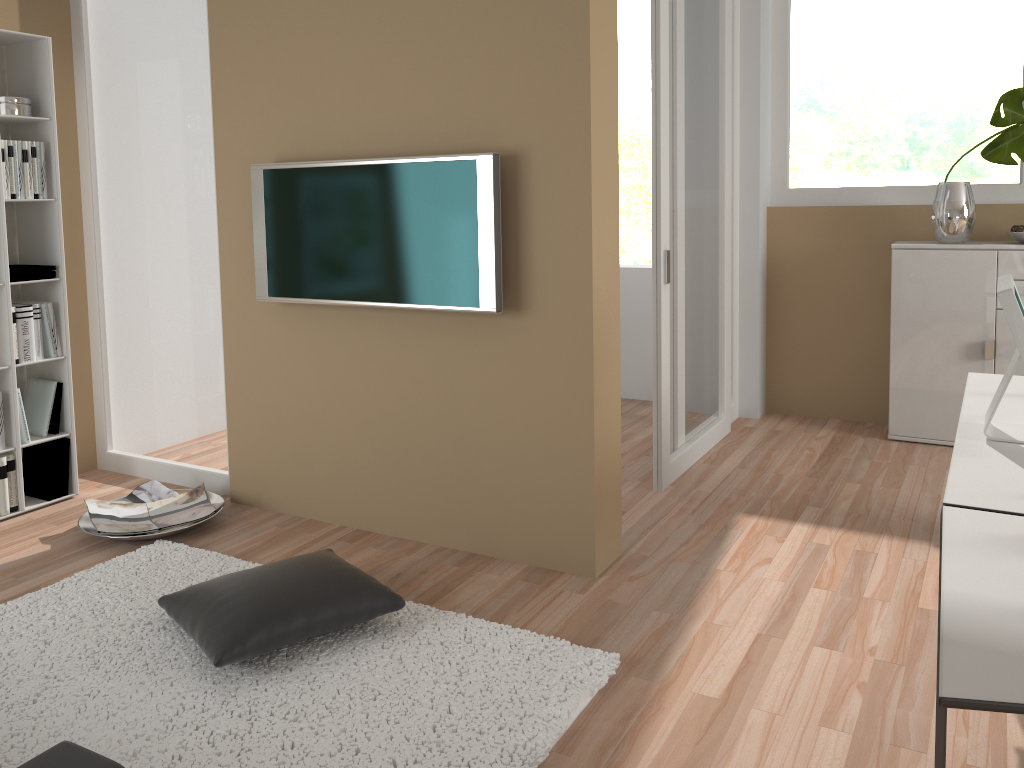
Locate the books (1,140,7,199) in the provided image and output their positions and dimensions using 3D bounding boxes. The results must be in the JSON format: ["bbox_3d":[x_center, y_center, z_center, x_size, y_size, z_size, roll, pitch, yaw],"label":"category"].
[{"bbox_3d":[-2.314,-0.948,3.902,0.208,0.255,0.021,3,6,29],"label":"books"}]

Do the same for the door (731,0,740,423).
[{"bbox_3d":[1.083,-0.984,4.877,0.045,2.617,1.200,2,7,29],"label":"door"}]

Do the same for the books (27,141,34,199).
[{"bbox_3d":[-2.258,-0.972,4.017,0.208,0.255,0.021,3,6,29],"label":"books"}]

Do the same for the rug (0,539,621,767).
[{"bbox_3d":[-0.882,0.862,2.458,2.030,0.045,1.470,5,13,29],"label":"rug"}]

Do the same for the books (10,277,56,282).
[{"bbox_3d":[-2.296,-0.485,4.062,0.298,0.007,0.213,5,13,29],"label":"books"}]

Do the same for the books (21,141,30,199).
[{"bbox_3d":[-2.262,-0.968,3.995,0.208,0.255,0.021,3,6,29],"label":"books"}]

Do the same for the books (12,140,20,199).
[{"bbox_3d":[-2.288,-0.960,3.960,0.208,0.255,0.021,3,6,29],"label":"books"}]

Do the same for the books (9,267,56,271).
[{"bbox_3d":[-2.293,-0.533,4.055,0.298,0.007,0.213,5,13,29],"label":"books"}]

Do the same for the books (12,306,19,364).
[{"bbox_3d":[-2.306,-0.223,3.967,0.208,0.255,0.040,3,7,29],"label":"books"}]

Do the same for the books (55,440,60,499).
[{"bbox_3d":[-2.209,0.392,4.165,0.211,0.266,0.032,3,6,30],"label":"books"}]

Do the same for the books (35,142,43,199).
[{"bbox_3d":[-2.236,-0.980,4.053,0.208,0.255,0.021,3,6,29],"label":"books"}]

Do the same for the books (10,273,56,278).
[{"bbox_3d":[-2.294,-0.507,4.060,0.298,0.006,0.213,5,13,29],"label":"books"}]

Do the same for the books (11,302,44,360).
[{"bbox_3d":[-2.255,-0.247,4.079,0.208,0.255,0.040,3,7,29],"label":"books"}]

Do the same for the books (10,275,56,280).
[{"bbox_3d":[-2.295,-0.496,4.061,0.298,0.006,0.213,5,13,29],"label":"books"}]

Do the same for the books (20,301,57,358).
[{"bbox_3d":[-2.226,-0.256,4.122,0.208,0.257,0.060,3,7,30],"label":"books"}]

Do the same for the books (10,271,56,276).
[{"bbox_3d":[-2.294,-0.512,4.059,0.298,0.006,0.213,5,13,29],"label":"books"}]

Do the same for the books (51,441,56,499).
[{"bbox_3d":[-2.218,0.395,4.145,0.217,0.269,0.032,3,6,29],"label":"books"}]

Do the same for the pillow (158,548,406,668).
[{"bbox_3d":[-0.736,0.690,2.792,0.613,0.207,0.588,-9,13,-35],"label":"pillow"}]

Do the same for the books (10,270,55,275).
[{"bbox_3d":[-2.296,-0.517,4.058,0.298,0.006,0.213,6,14,30],"label":"books"}]

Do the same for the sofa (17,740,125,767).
[{"bbox_3d":[-1.677,0.704,1.317,2.265,0.825,0.964,5,11,29],"label":"sofa"}]

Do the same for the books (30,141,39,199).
[{"bbox_3d":[-2.245,-0.976,4.034,0.208,0.255,0.021,3,6,29],"label":"books"}]

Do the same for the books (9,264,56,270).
[{"bbox_3d":[-2.292,-0.538,4.056,0.298,0.006,0.213,5,13,29],"label":"books"}]

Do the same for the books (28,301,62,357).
[{"bbox_3d":[-2.213,-0.261,4.144,0.208,0.257,0.060,3,7,29],"label":"books"}]

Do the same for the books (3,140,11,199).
[{"bbox_3d":[-2.310,-0.952,3.924,0.208,0.255,0.021,3,6,29],"label":"books"}]

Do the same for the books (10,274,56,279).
[{"bbox_3d":[-2.297,-0.502,4.062,0.298,0.006,0.213,5,13,27],"label":"books"}]

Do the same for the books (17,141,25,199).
[{"bbox_3d":[-2.278,-0.964,3.979,0.208,0.255,0.021,3,6,29],"label":"books"}]

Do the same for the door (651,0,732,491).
[{"bbox_3d":[0.955,-0.910,4.533,0.060,2.617,1.200,2,7,29],"label":"door"}]

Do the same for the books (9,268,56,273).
[{"bbox_3d":[-2.293,-0.529,4.061,0.298,0.007,0.213,5,13,28],"label":"books"}]

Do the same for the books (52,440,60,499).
[{"bbox_3d":[-2.212,0.391,4.160,0.219,0.271,0.032,3,6,30],"label":"books"}]

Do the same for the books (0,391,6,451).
[{"bbox_3d":[-2.341,0.156,3.922,0.208,0.255,0.040,3,7,29],"label":"books"}]

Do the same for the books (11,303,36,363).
[{"bbox_3d":[-2.272,-0.234,4.019,0.208,0.255,0.077,3,7,30],"label":"books"}]

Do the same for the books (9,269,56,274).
[{"bbox_3d":[-2.293,-0.524,4.062,0.298,0.007,0.213,5,13,28],"label":"books"}]

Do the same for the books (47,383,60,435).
[{"bbox_3d":[-2.226,0.109,4.183,0.211,0.235,0.043,4,7,30],"label":"books"}]

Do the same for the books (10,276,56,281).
[{"bbox_3d":[-2.295,-0.490,4.062,0.298,0.006,0.213,5,13,29],"label":"books"}]

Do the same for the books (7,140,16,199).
[{"bbox_3d":[-2.297,-0.956,3.941,0.208,0.255,0.021,3,6,29],"label":"books"}]

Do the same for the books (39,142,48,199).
[{"bbox_3d":[-2.226,-0.984,4.071,0.208,0.255,0.021,3,6,29],"label":"books"}]

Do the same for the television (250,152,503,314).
[{"bbox_3d":[-0.563,-0.589,3.441,1.177,0.572,0.055,5,7,29],"label":"television"}]
